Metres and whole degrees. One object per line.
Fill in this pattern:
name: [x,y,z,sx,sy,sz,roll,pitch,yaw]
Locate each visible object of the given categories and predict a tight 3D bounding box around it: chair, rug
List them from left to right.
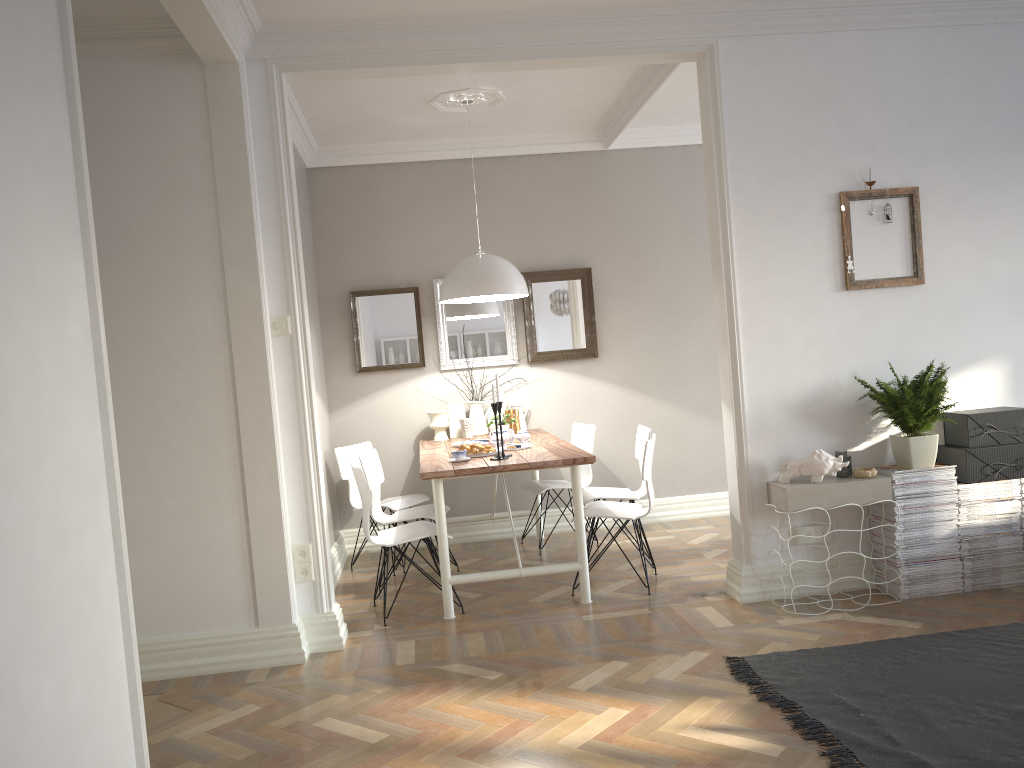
chair: [-0.815,0.774,5.718,0.479,0.786,0.431,-4,2,25]
chair: [-0.551,0.781,4.570,0.479,0.786,0.431,-5,2,-16]
chair: [-0.598,0.770,5.170,0.479,0.786,0.431,-5,2,4]
chair: [0.309,0.675,5.868,0.479,0.786,0.431,-5,2,-16]
chair: [0.609,0.664,5.295,0.479,0.786,0.431,-5,2,-1]
chair: [0.554,0.684,4.730,0.479,0.786,0.431,-4,2,14]
rug: [1.948,1.007,2.598,2.111,0.055,2.014,-5,2,-6]

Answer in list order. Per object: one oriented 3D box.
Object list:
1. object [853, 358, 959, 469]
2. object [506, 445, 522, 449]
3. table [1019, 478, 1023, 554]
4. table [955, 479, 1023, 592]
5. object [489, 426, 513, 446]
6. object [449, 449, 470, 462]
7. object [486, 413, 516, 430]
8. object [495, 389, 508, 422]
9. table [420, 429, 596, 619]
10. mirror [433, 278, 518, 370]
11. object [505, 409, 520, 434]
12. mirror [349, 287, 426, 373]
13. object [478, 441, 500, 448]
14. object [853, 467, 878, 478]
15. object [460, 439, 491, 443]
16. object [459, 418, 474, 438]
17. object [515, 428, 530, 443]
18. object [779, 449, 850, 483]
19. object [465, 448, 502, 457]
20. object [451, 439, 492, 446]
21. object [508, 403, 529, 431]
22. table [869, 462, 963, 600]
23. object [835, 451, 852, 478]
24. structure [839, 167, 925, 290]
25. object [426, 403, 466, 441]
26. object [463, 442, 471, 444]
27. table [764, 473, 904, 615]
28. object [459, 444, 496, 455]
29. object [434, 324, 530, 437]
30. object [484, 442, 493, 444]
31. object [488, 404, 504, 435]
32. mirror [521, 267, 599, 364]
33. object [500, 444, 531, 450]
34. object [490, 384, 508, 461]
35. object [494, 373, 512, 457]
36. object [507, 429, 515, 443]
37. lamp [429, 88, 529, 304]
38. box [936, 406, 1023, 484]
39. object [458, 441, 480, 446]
object: [1.855,0.148,4.118,0.438,0.527,0.368,-5,2,-6]
object: [0.025,0.354,4.975,0.100,0.025,0.066,-6,2,-29]
table: [2.519,0.673,4.239,0.327,0.499,0.246,-5,2,-6]
table: [2.207,0.700,4.207,0.327,0.499,0.246,-5,2,-6]
object: [-0.062,0.305,5.256,0.143,0.119,0.124,-5,2,-1]
object: [-0.264,0.371,4.590,0.137,0.056,0.116,-4,2,25]
object: [-0.066,0.268,5.856,0.169,0.162,0.177,-3,2,35]
object: [-0.071,0.190,6.187,0.091,0.301,0.091,-3,3,38]
table: [-0.088,0.743,5.264,0.853,0.750,1.985,-5,2,-6]
mirror: [-0.253,-0.434,6.193,0.544,0.633,0.047,-5,2,-6]
object: [0.005,0.256,6.039,0.095,0.163,0.095,-3,3,34]
mirror: [-0.858,-0.374,6.129,0.474,0.558,0.051,-5,2,-6]
object: [-0.130,0.356,5.088,0.129,0.038,0.129,-5,2,-6]
object: [1.619,0.405,4.067,0.104,0.046,0.099,-3,2,40]
object: [-0.232,0.360,5.439,0.194,0.022,0.201,-4,2,14]
object: [-0.300,0.300,6.008,0.094,0.132,0.097,-7,3,-39]
object: [0.064,0.309,5.342,0.090,0.086,0.090,-3,2,39]
object: [1.381,0.373,4.061,0.311,0.150,0.137,-4,2,24]
object: [-0.183,0.377,4.831,0.287,0.020,0.287,-5,2,-18]
object: [-0.228,0.364,5.436,0.287,0.020,0.287,-6,2,-33]
object: [0.046,0.234,6.180,0.115,0.194,0.135,-4,2,24]
table: [1.897,0.678,4.174,0.321,0.597,0.246,-5,2,-6]
object: [1.544,0.365,4.139,0.062,0.134,0.123,-3,3,35]
structure: [1.772,-0.752,4.248,0.398,0.575,0.053,-5,2,-8]
object: [-0.449,0.261,6.071,0.173,0.228,0.310,-3,2,37]
object: [-0.259,0.361,5.215,0.073,0.037,0.057,-4,2,32]
table: [1.475,0.727,4.095,0.553,0.576,0.298,-5,2,-5]
object: [-0.206,0.353,4.817,0.197,0.063,0.188,-6,2,-36]
object: [-0.198,-0.036,6.046,0.697,0.781,0.352,-6,2,-24]
object: [-0.131,0.355,5.087,0.085,0.039,0.082,-6,2,-41]
object: [-0.108,0.242,6.064,0.114,0.209,0.112,-5,2,-6]
mirror: [0.335,-0.482,6.243,0.503,0.637,0.049,-5,2,-6]
object: [0.019,0.358,4.984,0.179,0.014,0.180,-6,2,-41]
object: [-0.082,0.187,4.514,0.095,0.397,0.095,-5,2,-10]
object: [-0.064,0.157,4.620,0.095,0.449,0.095,-5,2,-10]
object: [-0.020,0.314,5.396,0.072,0.086,0.086,-7,3,-41]
lamp: [-0.214,-1.091,5.216,0.530,1.183,0.530,-5,2,2]
box: [2.288,0.284,4.200,0.419,0.316,0.298,-5,2,-6]
object: [-0.249,0.363,5.207,0.129,0.038,0.129,-5,2,-1]
